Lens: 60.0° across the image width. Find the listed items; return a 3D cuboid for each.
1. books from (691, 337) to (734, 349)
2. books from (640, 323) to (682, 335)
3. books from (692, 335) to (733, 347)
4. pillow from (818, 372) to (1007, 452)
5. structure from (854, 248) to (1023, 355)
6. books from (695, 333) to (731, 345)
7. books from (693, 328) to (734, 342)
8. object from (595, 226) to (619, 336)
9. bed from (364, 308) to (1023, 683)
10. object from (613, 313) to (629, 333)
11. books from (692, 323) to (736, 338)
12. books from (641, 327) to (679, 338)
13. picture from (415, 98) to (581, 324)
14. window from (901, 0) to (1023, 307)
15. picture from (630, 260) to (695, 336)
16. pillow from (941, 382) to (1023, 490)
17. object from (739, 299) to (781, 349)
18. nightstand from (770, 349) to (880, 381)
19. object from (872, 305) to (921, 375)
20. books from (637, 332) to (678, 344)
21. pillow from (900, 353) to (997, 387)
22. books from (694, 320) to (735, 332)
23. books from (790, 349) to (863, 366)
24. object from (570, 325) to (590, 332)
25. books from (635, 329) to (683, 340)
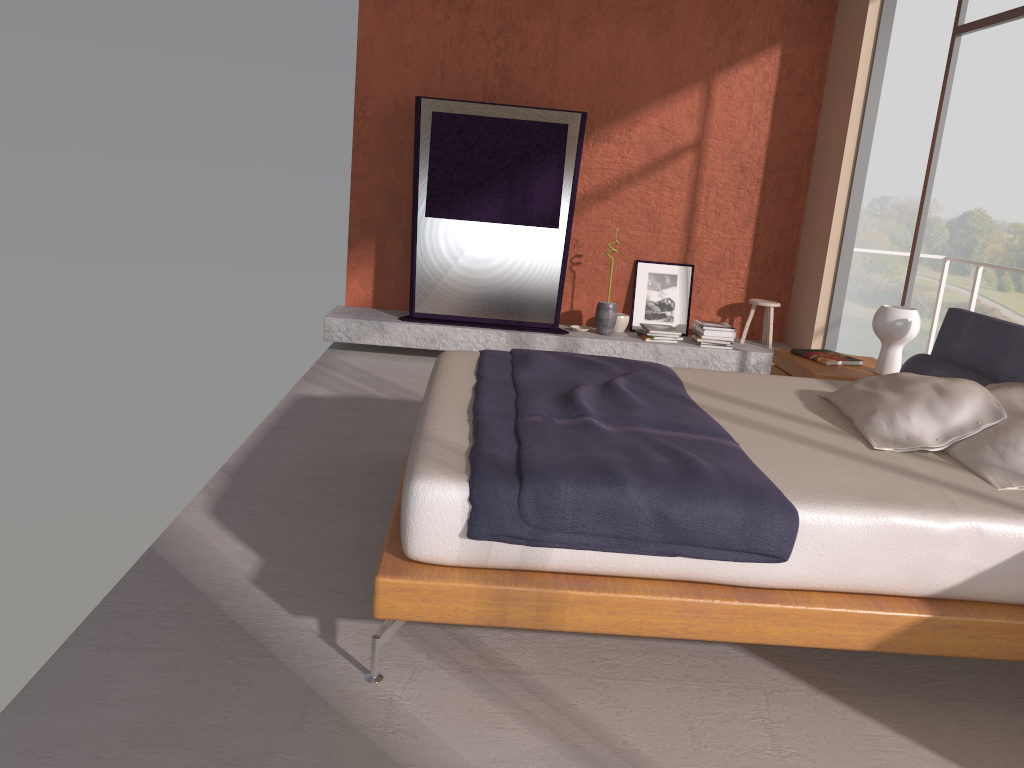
[{"bbox_3d":[1.508,-0.307,6.687,0.247,0.018,0.328,5,13,-1],"label":"books"},{"bbox_3d":[1.117,-0.414,6.676,0.247,0.018,0.328,4,13,-6],"label":"books"},{"bbox_3d":[1.509,-0.326,6.688,0.247,0.018,0.287,4,13,-3],"label":"books"},{"bbox_3d":[1.492,0.070,3.392,0.431,0.264,0.869,6,13,5],"label":"pillow"},{"bbox_3d":[2.870,0.417,2.777,0.728,1.005,7.689,5,13,-3],"label":"structure"},{"bbox_3d":[1.508,-0.341,6.659,0.247,0.025,0.287,7,13,8],"label":"books"},{"bbox_3d":[1.514,-0.372,6.671,0.247,0.027,0.328,5,13,-1],"label":"books"},{"bbox_3d":[0.730,-0.766,6.596,0.165,0.810,0.165,10,14,20],"label":"object"},{"bbox_3d":[0.834,0.208,3.330,2.462,0.959,2.017,5,13,-3],"label":"bed"},{"bbox_3d":[0.810,-0.469,6.844,0.179,0.137,0.180,7,13,9],"label":"object"},{"bbox_3d":[1.516,-0.404,6.664,0.247,0.038,0.319,4,13,-5],"label":"books"},{"bbox_3d":[1.117,-0.392,6.676,0.247,0.025,0.287,5,13,-1],"label":"books"},{"bbox_3d":[-0.137,-1.222,6.368,1.129,1.496,0.126,5,13,-3],"label":"picture"},{"bbox_3d":[2.564,-0.525,2.345,0.075,3.133,6.106,5,13,-3],"label":"window"},{"bbox_3d":[1.170,-0.669,6.913,0.458,0.550,0.117,5,13,-3],"label":"picture"},{"bbox_3d":[1.687,0.158,3.050,0.400,0.265,0.791,5,13,0],"label":"pillow"},{"bbox_3d":[1.928,-0.463,6.807,0.257,0.349,0.260,-3,16,-33],"label":"object"},{"bbox_3d":[1.716,0.169,4.688,0.562,0.556,0.628,5,13,-3],"label":"nightstand"},{"bbox_3d":[1.899,-0.214,4.415,0.224,0.338,0.224,7,13,8],"label":"object"},{"bbox_3d":[1.096,-0.351,6.692,0.247,0.025,0.287,4,13,-6],"label":"books"},{"bbox_3d":[1.878,0.120,3.328,0.205,0.201,1.470,5,13,-3],"label":"pillow"},{"bbox_3d":[1.519,-0.436,6.663,0.247,0.025,0.287,4,13,-3],"label":"books"},{"bbox_3d":[1.676,-0.144,4.727,0.247,0.025,0.287,0,14,-22],"label":"books"},{"bbox_3d":[0.514,-0.412,6.731,0.152,0.040,0.152,13,15,31],"label":"object"},{"bbox_3d":[1.111,-0.374,6.695,0.247,0.018,0.328,1,14,-18],"label":"books"}]
